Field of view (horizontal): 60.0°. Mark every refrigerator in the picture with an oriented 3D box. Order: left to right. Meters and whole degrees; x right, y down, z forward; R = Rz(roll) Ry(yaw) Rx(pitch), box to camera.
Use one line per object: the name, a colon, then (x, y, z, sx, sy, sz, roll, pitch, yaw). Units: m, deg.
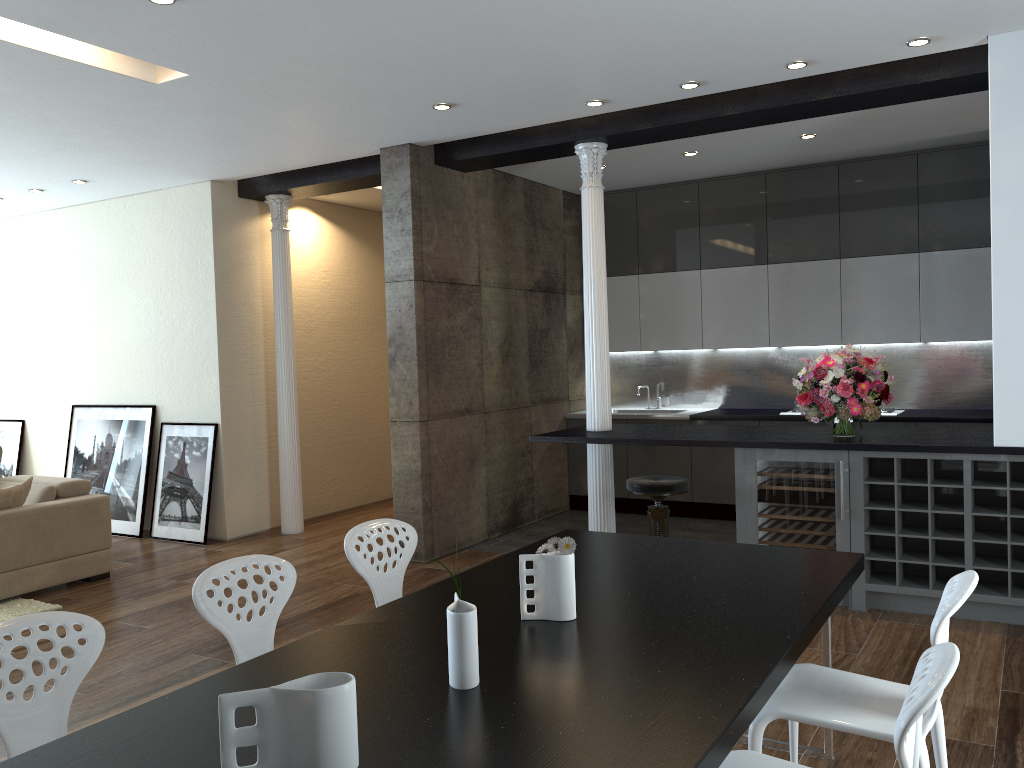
refrigerator: (1.635, 0.754, 5.083, 0.578, 0.774, 0.075, -1, 2, 35)

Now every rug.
rug: (-5.363, 1.478, 5.293, 4.231, 0.020, 2.972, -1, 2, 31)

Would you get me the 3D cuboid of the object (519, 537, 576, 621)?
object: (0.108, 0.551, 2.534, 0.161, 0.233, 0.076, -1, 2, 12)

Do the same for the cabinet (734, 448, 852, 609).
cabinet: (1.832, 0.793, 5.472, 0.642, 0.897, 0.900, -1, 2, 31)

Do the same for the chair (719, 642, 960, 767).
chair: (0.688, 0.983, 1.995, 0.581, 0.835, 0.495, -1, 2, 31)

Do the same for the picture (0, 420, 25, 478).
picture: (-5.173, 0.858, 8.924, 0.700, 0.988, 0.195, -1, 2, 31)

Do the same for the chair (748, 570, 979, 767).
chair: (1.045, 0.950, 2.599, 0.581, 0.835, 0.495, -1, 2, 31)

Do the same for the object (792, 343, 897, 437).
object: (1.956, 0.034, 5.242, 0.544, 0.552, 0.570, 0, 2, 37)

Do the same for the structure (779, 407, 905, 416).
structure: (2.738, 0.241, 7.356, 0.900, 0.066, 0.520, -1, 2, 31)

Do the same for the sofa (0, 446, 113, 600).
sofa: (-4.179, 0.933, 6.461, 2.581, 0.950, 1.021, -1, 2, 31)

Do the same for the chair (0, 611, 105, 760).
chair: (-1.065, 1.033, 2.209, 0.581, 0.835, 0.495, -1, 2, 31)

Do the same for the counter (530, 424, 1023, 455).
counter: (1.963, 0.323, 5.368, 3.700, 0.040, 1.000, -1, 2, 31)

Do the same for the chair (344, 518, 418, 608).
chair: (-0.322, 0.966, 3.440, 0.581, 0.835, 0.495, -1, 2, 31)

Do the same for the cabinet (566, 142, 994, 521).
cabinet: (3.855, -0.366, 6.700, 7.409, 2.980, 0.827, -1, 2, 31)

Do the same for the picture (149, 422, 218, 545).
picture: (-2.785, 0.829, 7.509, 0.700, 0.988, 0.195, -1, 2, 31)

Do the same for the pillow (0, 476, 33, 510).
pillow: (-3.423, 0.825, 5.748, 0.395, 0.393, 0.518, -1, 2, 27)

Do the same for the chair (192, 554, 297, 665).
chair: (-0.682, 0.998, 2.839, 0.581, 0.835, 0.495, -1, 2, 31)

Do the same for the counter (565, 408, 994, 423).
counter: (2.243, 0.355, 7.703, 3.597, 0.223, 0.807, -1, 2, 31)

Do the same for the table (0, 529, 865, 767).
table: (-0.101, 1.059, 2.043, 1.200, 0.733, 3.400, -1, 2, 31)

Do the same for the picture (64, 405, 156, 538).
picture: (-3.673, 0.766, 8.015, 1.183, 1.140, 0.225, -1, 2, 31)

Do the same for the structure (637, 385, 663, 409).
structure: (1.322, 0.138, 8.486, 0.183, 0.249, 0.224, -1, 2, 31)

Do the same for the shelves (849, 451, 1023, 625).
shelves: (2.839, 0.781, 4.875, 1.700, 0.897, 0.900, -1, 2, 31)

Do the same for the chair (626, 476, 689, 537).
chair: (-1.432, 1.214, 2.996, 16.134, 0.952, 21.556, -1, 2, 31)
